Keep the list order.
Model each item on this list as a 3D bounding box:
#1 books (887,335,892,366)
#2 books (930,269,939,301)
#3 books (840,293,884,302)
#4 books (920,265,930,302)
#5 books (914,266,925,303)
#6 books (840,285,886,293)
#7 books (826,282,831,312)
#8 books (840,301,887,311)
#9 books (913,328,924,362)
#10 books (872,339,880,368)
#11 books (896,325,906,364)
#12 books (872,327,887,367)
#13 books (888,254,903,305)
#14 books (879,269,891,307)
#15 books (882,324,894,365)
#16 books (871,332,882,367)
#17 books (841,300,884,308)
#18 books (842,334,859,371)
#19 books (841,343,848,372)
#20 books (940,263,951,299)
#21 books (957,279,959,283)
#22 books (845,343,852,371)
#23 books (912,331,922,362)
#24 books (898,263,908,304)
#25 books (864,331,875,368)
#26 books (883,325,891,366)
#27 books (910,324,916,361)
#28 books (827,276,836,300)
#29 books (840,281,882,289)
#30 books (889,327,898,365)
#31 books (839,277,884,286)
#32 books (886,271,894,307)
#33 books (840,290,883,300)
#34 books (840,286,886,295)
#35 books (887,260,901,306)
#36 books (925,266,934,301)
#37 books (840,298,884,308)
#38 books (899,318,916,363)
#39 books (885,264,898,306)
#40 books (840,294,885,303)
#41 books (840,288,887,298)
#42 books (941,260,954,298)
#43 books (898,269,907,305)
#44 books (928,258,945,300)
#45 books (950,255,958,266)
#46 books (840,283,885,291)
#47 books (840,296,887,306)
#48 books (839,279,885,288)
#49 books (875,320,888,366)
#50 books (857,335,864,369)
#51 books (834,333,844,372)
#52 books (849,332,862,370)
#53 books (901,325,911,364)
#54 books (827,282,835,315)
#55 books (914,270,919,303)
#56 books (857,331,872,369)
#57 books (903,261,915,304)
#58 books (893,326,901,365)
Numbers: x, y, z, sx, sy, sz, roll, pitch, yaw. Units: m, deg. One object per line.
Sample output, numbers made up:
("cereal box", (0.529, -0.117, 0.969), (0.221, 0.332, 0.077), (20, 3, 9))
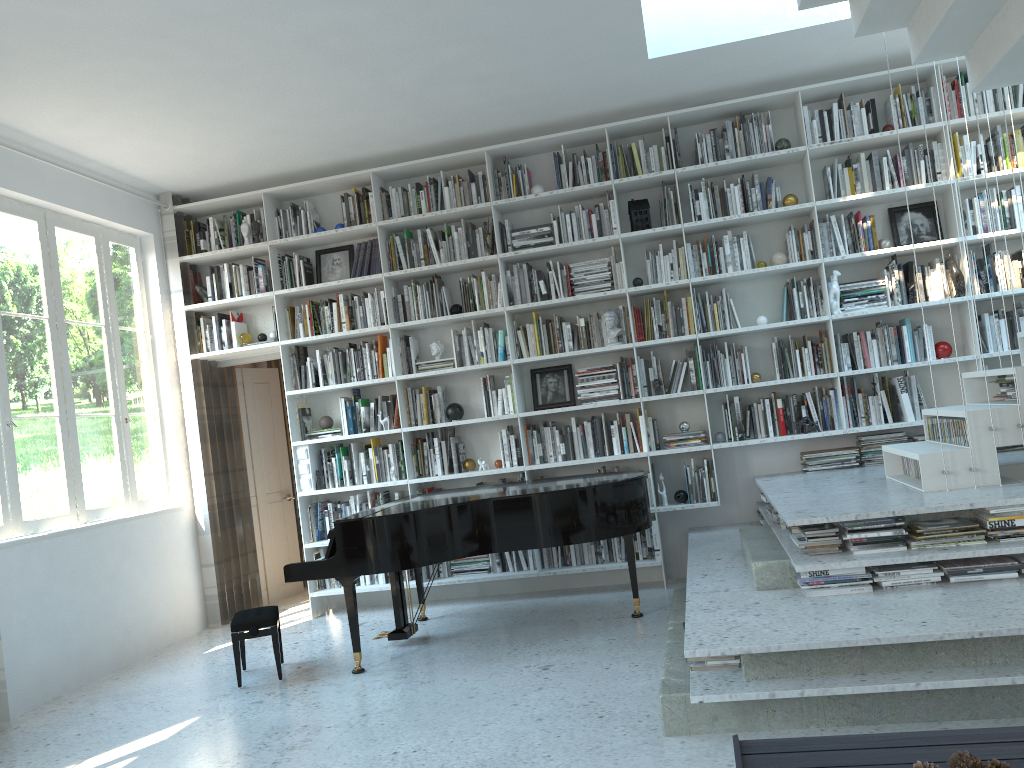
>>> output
("books", (2.440, -0.224, 5.784), (0.011, 0.220, 0.150), (-8, -2, 11))
("books", (2.719, -0.628, 5.740), (0.025, 0.213, 0.155), (-8, -2, 11))
("books", (2.291, -0.567, 5.826), (0.254, 0.012, 0.161), (-8, -3, 11))
("books", (2.664, -0.639, 5.760), (0.031, 0.250, 0.133), (-8, -2, 11))
("books", (2.630, -0.631, 5.748), (0.031, 0.242, 0.147), (-8, -2, 11))
("books", (2.284, -0.615, 5.816), (0.285, 0.012, 0.159), (-7, -3, 6))
("books", (2.074, -0.570, 5.876), (0.028, 0.270, 0.128), (-8, -2, 11))
("books", (2.295, -0.507, 5.813), (0.285, 0.012, 0.159), (-8, -3, 16))
("books", (2.638, -0.250, 5.751), (0.037, 0.218, 0.139), (-8, -2, 11))
("books", (2.359, -0.194, 5.789), (0.027, 0.181, 0.186), (-8, -2, 11))
("books", (2.526, -0.252, 5.776), (0.012, 0.254, 0.161), (-8, -2, 11))
("books", (2.391, -0.236, 5.769), (0.028, 0.255, 0.191), (-8, -2, 11))
("books", (2.491, -0.662, 5.758), (0.010, 0.339, 0.180), (-8, -2, 11))
("books", (2.436, -0.611, 5.787), (0.012, 0.254, 0.161), (-8, -2, 11))
("books", (2.448, -0.251, 5.783), (0.011, 0.272, 0.152), (-8, -2, 11))
("books", (2.377, -0.220, 5.795), (0.012, 0.229, 0.179), (-8, -2, 11))
("books", (2.294, -0.519, 5.816), (0.254, 0.012, 0.161), (-8, -3, 15))
("books", (2.219, -0.207, 5.821), (0.047, 0.244, 0.177), (-8, -2, 11))
("books", (2.176, -0.172, 5.835), (0.023, 0.186, 0.159), (-8, -2, 11))
("books", (2.766, -0.649, 5.708), (0.041, 0.239, 0.176), (-8, -2, 11))
("books", (2.848, -0.629, 5.693), (0.027, 0.179, 0.166), (-8, -2, 11))
("books", (2.197, -0.173, 5.829), (0.022, 0.184, 0.162), (-8, -2, 11))
("books", (2.604, -0.237, 5.742), (0.030, 0.200, 0.189), (-8, -2, 11))
("books", (2.540, -0.638, 5.774), (0.013, 0.280, 0.131), (-8, -2, 11))
("books", (2.332, -0.219, 5.807), (0.026, 0.239, 0.177), (-8, -2, 11))
("books", (2.423, -0.244, 5.767), (0.012, 0.262, 0.186), (-8, -2, 11))
("books", (2.584, -0.259, 5.759), (0.010, 0.252, 0.153), (-8, -2, 11))
("books", (2.127, -0.576, 5.862), (0.028, 0.267, 0.138), (-8, -2, 11))
("books", (2.283, -0.639, 5.824), (0.254, 0.012, 0.161), (-8, -3, 13))
("books", (2.469, -0.241, 5.782), (0.026, 0.246, 0.165), (-8, -2, 11))
("books", (2.280, -0.663, 5.825), (0.285, 0.012, 0.159), (-8, -3, 13))
("books", (2.457, -0.610, 5.801), (0.023, 0.247, 0.138), (-8, -2, 11))
("books", (2.289, -0.580, 5.816), (0.254, 0.012, 0.161), (-8, -3, 16))
("books", (2.287, -0.603, 5.823), (0.285, 0.012, 0.159), (-8, -3, 13))
("books", (2.483, -0.641, 5.761), (0.011, 0.300, 0.184), (-8, -2, 11))
("books", (2.693, -0.636, 5.753), (0.028, 0.235, 0.129), (-8, -2, 11))
("books", (2.293, -0.531, 5.821), (0.254, 0.012, 0.161), (-8, -3, 13))
("books", (2.561, -0.276, 5.747), (0.026, 0.290, 0.181), (-8, -2, 11))
("books", (2.478, -0.632, 5.789), (0.012, 0.285, 0.159), (-8, -2, 11))
("books", (2.290, -0.555, 5.815), (0.254, 0.012, 0.161), (-7, -3, 6))
("books", (2.288, -0.592, 5.820), (0.285, 0.012, 0.159), (-8, -3, 8))
("books", (2.800, -0.660, 5.717), (0.024, 0.254, 0.145), (-8, -2, 11))
("books", (2.519, -0.614, 5.761), (0.030, 0.236, 0.179), (-8, -2, 11))
("books", (2.733, -0.660, 5.713), (0.021, 0.271, 0.191), (-8, -2, 11))
("books", (2.875, -0.684, 5.717), (0.029, 0.283, 0.138), (-8, -2, 11))
("books", (2.284, -0.627, 5.824), (0.285, 0.012, 0.159), (-8, -3, 13))
("books", (2.293, -0.543, 5.821), (0.285, 0.012, 0.159), (-8, -3, 9))
("books", (2.281, -0.651, 5.824), (0.285, 0.012, 0.159), (-8, -3, 9))
("books", (2.412, -0.260, 5.787), (0.013, 0.299, 0.147), (-8, -2, 11))
("books", (2.271, -0.203, 5.809), (0.011, 0.223, 0.163), (-8, -2, 11))
("books", (2.157, -0.203, 5.851), (0.012, 0.254, 0.161), (-8, -2, 11))
("books", (2.255, -0.213, 5.825), (0.024, 0.247, 0.143), (-8, -2, 11))
("books", (2.539, -0.250, 5.748), (0.023, 0.244, 0.189), (-8, -2, 11))
("books", (2.097, -0.550, 5.837), (0.027, 0.221, 0.184), (-8, -2, 11))
("books", (2.612, -0.646, 5.774), (0.010, 0.278, 0.129), (-8, -2, 11))
("books", (2.294, -0.218, 5.799), (0.045, 0.246, 0.185), (-8, -2, 11))
("books", (2.573, -0.644, 5.754), (0.059, 0.282, 0.167), (-8, -2, 11))
("books", (2.484, -0.245, 5.758), (0.014, 0.249, 0.177), (-8, -2, 11))
